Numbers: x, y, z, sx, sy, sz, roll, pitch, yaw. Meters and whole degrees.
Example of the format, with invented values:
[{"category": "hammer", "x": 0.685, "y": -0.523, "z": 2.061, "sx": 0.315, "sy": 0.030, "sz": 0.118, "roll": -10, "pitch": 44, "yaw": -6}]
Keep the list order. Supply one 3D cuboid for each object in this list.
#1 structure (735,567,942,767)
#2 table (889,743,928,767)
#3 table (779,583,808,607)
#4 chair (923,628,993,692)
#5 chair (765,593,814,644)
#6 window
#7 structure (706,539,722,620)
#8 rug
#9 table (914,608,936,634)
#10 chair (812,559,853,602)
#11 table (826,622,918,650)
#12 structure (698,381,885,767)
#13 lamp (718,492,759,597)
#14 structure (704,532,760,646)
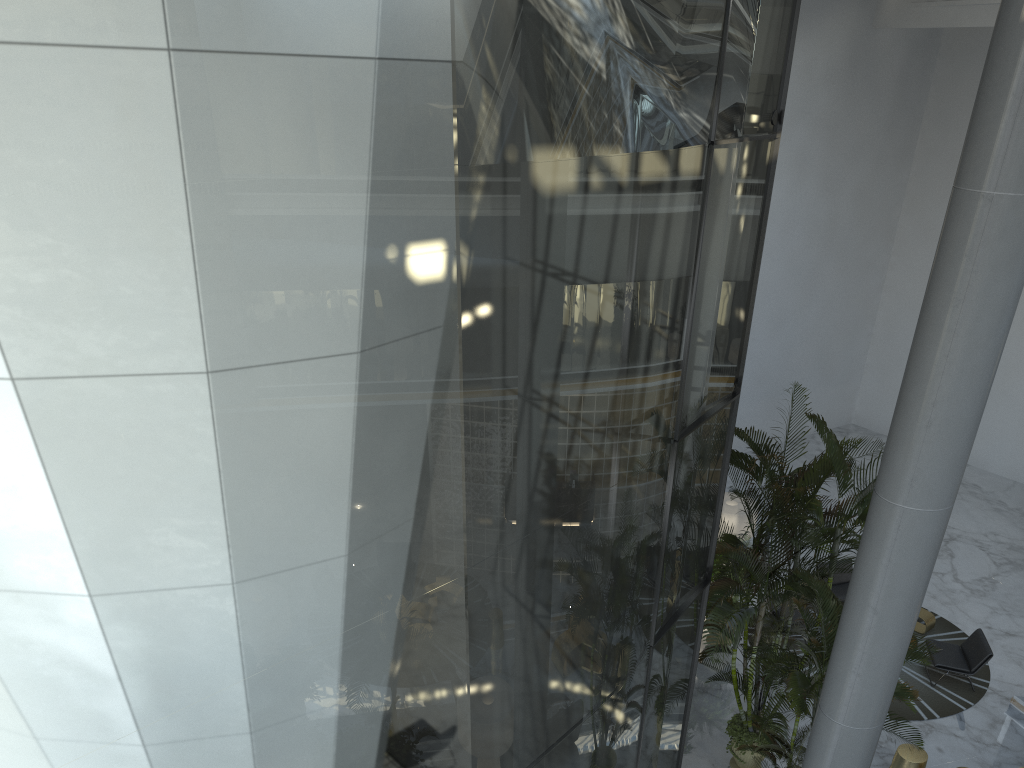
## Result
[{"category": "structure", "x": 2.867, "y": 3.469, "z": 8.201, "sx": 1.642, "sy": 4.189, "sz": 1.816, "roll": 3, "pitch": 28, "yaw": 5}, {"category": "table", "x": 4.786, "y": 4.655, "z": 10.376, "sx": 0.433, "sy": 0.560, "sz": 0.400, "roll": 8, "pitch": 27, "yaw": 14}, {"category": "table", "x": 4.506, "y": 3.408, "z": 13.625, "sx": 0.444, "sy": 0.566, "sz": 0.418, "roll": 11, "pitch": 27, "yaw": 18}, {"category": "chair", "x": 6.334, "y": 3.902, "z": 12.232, "sx": 0.720, "sy": 0.756, "sz": 0.648, "roll": 6, "pitch": 26, "yaw": 9}, {"category": "chair", "x": 4.167, "y": 3.550, "z": 12.932, "sx": 0.725, "sy": 0.756, "sz": 0.644, "roll": 3, "pitch": 25, "yaw": 4}, {"category": "window", "x": -1.285, "y": 1.687, "z": 5.676, "sx": 4.090, "sy": 9.024, "sz": 14.076, "roll": 13, "pitch": 25, "yaw": 21}, {"category": "structure", "x": 2.338, "y": 2.654, "z": 11.947, "sx": 1.141, "sy": 3.048, "sz": 0.925, "roll": -2, "pitch": 28, "yaw": -5}, {"category": "rug", "x": 5.363, "y": 3.980, "z": 13.017, "sx": 3.349, "sy": 0.021, "sz": 3.339, "roll": 15, "pitch": 24, "yaw": 30}, {"category": "table", "x": 6.269, "y": 3.655, "z": 13.523, "sx": 0.839, "sy": 0.308, "sz": 0.683, "roll": -16, "pitch": 28, "yaw": -38}, {"category": "chair", "x": 5.302, "y": 3.284, "z": 13.778, "sx": 0.724, "sy": 0.756, "sz": 0.644, "roll": -7, "pitch": 27, "yaw": -18}, {"category": "table", "x": 5.330, "y": 3.840, "z": 12.713, "sx": 1.341, "sy": 0.452, "sz": 1.076, "roll": 8, "pitch": 22, "yaw": 13}, {"category": "structure", "x": 3.007, "y": 2.455, "z": 9.452, "sx": 2.435, "sy": 5.233, "sz": 2.239, "roll": 2, "pitch": 28, "yaw": 1}, {"category": "lamp", "x": 3.393, "y": 2.661, "z": 13.709, "sx": 0.839, "sy": 1.877, "sz": 0.740, "roll": -8, "pitch": 29, "yaw": -16}, {"category": "structure", "x": 3.115, "y": 3.028, "z": 12.532, "sx": 0.976, "sy": 1.989, "sz": 0.813, "roll": 2, "pitch": 28, "yaw": 3}]
